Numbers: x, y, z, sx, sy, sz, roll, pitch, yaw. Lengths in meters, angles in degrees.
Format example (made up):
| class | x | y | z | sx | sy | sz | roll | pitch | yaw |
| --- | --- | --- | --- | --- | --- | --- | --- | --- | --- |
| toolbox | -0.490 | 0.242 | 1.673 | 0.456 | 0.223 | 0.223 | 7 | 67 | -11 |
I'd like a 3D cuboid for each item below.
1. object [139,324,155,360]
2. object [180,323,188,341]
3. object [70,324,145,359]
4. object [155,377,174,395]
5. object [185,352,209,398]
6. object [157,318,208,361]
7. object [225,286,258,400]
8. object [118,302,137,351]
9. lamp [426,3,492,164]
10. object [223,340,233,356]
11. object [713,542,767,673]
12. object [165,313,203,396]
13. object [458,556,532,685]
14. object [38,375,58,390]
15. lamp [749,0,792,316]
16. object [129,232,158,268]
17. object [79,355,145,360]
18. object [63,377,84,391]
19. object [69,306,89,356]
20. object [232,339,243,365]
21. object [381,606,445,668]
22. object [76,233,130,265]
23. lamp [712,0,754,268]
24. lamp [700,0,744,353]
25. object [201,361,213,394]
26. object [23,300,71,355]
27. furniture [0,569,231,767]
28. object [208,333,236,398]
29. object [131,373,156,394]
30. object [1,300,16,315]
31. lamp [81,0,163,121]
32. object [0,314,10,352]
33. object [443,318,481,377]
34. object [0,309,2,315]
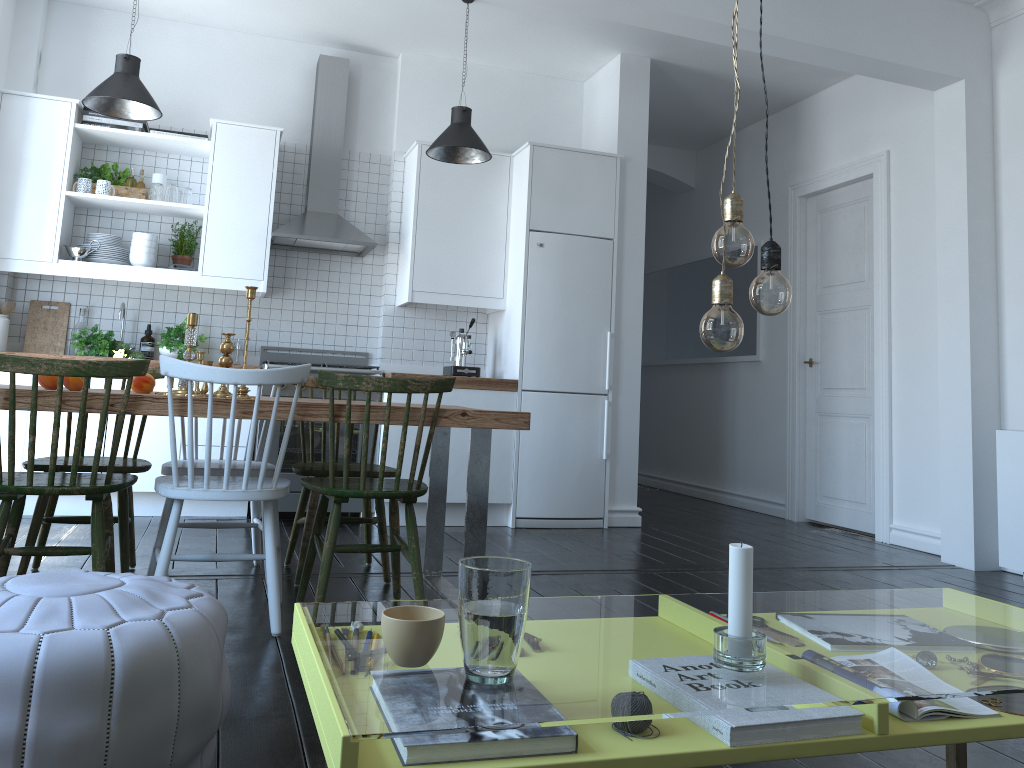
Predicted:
| class | x | y | z | sx | sy | sz | roll | pitch | yaw |
| --- | --- | --- | --- | --- | --- | --- | --- | --- | --- |
| object | -2.256 | -0.255 | 5.449 | 0.085 | 0.234 | 0.084 | -2 | -9 | 36 |
| object | -2.028 | -0.272 | 5.483 | 0.066 | 0.287 | 0.066 | 6 | -8 | -23 |
| object | -2.335 | -0.187 | 5.111 | 0.283 | 0.312 | 0.465 | -2 | -5 | 45 |
| object | -1.298 | -0.014 | 3.350 | 0.102 | 0.116 | 0.101 | 6 | -6 | -32 |
| object | -1.107 | -0.033 | 3.111 | 0.080 | 0.163 | 0.079 | -1 | -7 | 29 |
| object | -1.977 | -0.265 | 5.260 | 0.270 | 0.273 | 0.336 | 5 | -4 | -28 |
| object | -0.958 | -0.149 | 3.181 | 0.113 | 0.417 | 0.112 | -2 | -9 | 34 |
| object | -2.342 | -0.314 | 5.343 | 0.187 | 0.358 | 0.273 | 8 | -8 | -42 |
| lamp | -0.284 | -1.792 | 5.156 | 0.384 | 0.953 | 0.381 | 4 | -7 | -10 |
| object | -1.810 | -0.204 | 5.597 | 0.059 | 0.175 | 0.058 | 3 | -7 | -5 |
| object | 0.330 | 0.317 | 1.272 | 0.074 | 0.176 | 0.073 | 1 | -7 | 17 |
| object | -1.199 | -0.109 | 3.269 | 0.140 | 0.315 | 0.139 | 0 | -7 | 24 |
| object | -0.026 | 0.310 | 1.157 | 0.097 | 0.148 | 0.096 | -1 | -7 | 32 |
| object | -1.669 | -0.022 | 3.189 | 0.087 | 0.091 | 0.083 | 5 | -5 | -28 |
| lamp | 0.489 | -0.873 | 1.662 | 0.086 | 1.519 | 0.073 | -2 | -9 | 33 |
| object | -2.239 | -0.800 | 5.357 | 0.149 | 0.219 | 0.307 | 5 | -4 | -21 |
| object | -2.334 | -0.096 | 5.168 | 0.371 | 0.113 | 0.351 | 3 | -2 | -18 |
| object | -1.586 | -0.016 | 3.197 | 0.083 | 0.089 | 0.090 | 2 | -4 | 8 |
| object | -2.619 | -0.320 | 5.342 | 0.097 | 0.322 | 0.097 | 5 | -7 | -18 |
| object | -1.745 | -0.200 | 5.596 | 0.059 | 0.175 | 0.058 | 3 | -7 | -5 |
| object | -0.136 | 0.346 | 1.198 | 0.087 | 0.067 | 0.086 | 2 | -4 | 10 |
| object | -2.477 | -0.801 | 5.334 | 0.299 | 0.197 | 0.303 | 4 | -3 | -17 |
| lamp | 0.429 | -0.959 | 1.664 | 0.074 | 1.519 | 0.073 | -1 | -9 | 28 |
| lamp | 0.395 | -0.806 | 1.609 | 0.074 | 1.519 | 0.087 | 2 | -8 | 6 |
| object | -1.187 | -0.020 | 3.415 | 0.049 | 0.141 | 0.049 | 5 | -7 | -18 |
| object | -2.806 | -0.336 | 5.314 | 0.219 | 0.335 | 0.040 | 5 | -8 | -18 |
| furniture | -0.839 | 0.574 | 1.623 | 0.607 | 0.425 | 0.611 | 4 | -3 | -24 |
| object | -1.100 | -0.071 | 3.378 | 0.101 | 0.251 | 0.099 | 2 | -7 | 5 |
| object | -1.407 | -0.002 | 3.355 | 0.089 | 0.085 | 0.084 | 3 | -4 | -6 |
| object | -2.912 | -0.333 | 5.007 | 0.130 | 0.300 | 0.056 | 8 | -9 | -38 |
| lamp | -3.136 | -1.183 | 4.200 | 2.693 | 2.548 | 0.486 | 4 | -7 | -18 |
| object | -2.935 | -0.288 | 4.954 | 0.173 | 0.211 | 0.172 | 4 | -5 | -14 |
| object | -0.299 | -0.225 | 5.617 | 0.205 | 0.375 | 0.350 | 5 | -5 | -18 |
| object | -2.922 | -0.311 | 5.004 | 0.114 | 0.251 | 0.050 | -2 | -9 | 36 |
